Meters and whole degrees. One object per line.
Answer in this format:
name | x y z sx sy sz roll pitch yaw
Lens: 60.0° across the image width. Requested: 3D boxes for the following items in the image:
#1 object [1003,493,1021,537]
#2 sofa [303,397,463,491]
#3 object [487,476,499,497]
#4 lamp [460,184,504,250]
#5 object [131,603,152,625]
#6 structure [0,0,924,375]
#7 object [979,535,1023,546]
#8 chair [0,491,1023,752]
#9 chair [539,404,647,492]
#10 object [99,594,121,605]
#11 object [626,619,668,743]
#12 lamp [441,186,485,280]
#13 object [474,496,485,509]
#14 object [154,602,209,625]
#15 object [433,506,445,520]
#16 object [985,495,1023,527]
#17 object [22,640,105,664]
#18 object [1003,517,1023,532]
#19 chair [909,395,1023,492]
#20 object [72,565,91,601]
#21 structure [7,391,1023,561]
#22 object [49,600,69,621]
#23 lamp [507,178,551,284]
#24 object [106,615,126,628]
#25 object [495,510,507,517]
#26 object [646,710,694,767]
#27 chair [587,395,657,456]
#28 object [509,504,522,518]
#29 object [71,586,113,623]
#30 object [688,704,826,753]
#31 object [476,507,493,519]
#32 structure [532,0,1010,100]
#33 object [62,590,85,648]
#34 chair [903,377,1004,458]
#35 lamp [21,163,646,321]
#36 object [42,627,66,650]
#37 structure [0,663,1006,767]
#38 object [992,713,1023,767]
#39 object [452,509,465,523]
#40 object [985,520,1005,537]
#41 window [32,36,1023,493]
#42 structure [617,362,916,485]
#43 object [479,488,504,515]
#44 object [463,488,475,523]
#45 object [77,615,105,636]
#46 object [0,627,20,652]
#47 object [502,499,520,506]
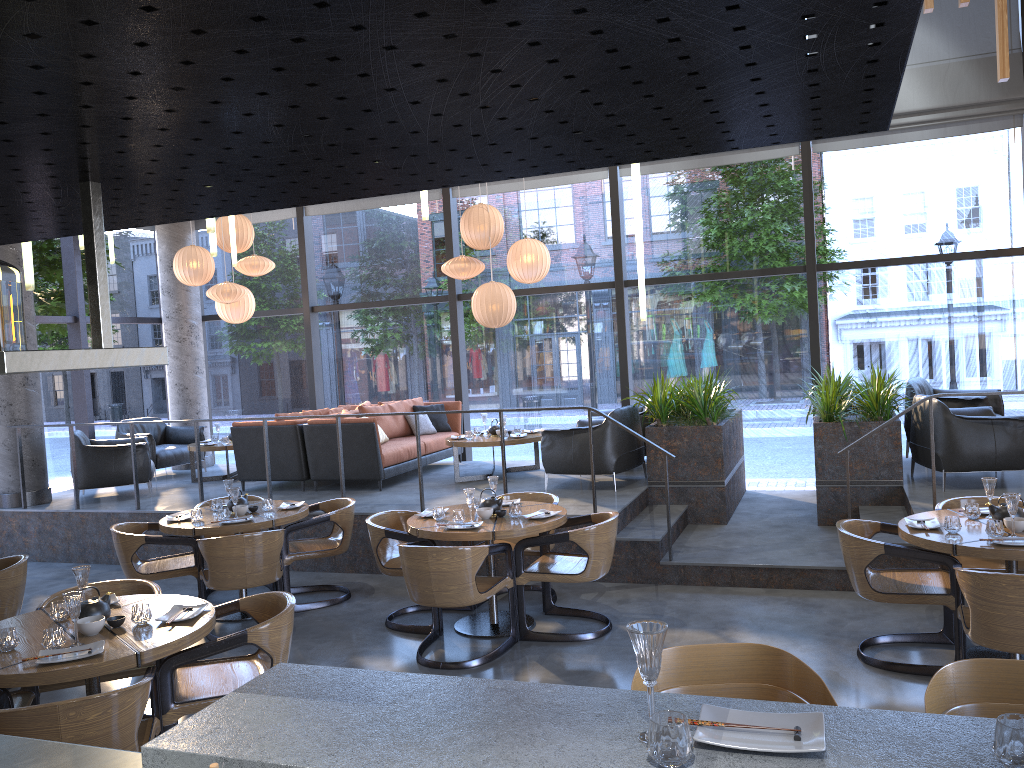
object | 2.594 0.682 4.593 0.082 0.227 0.082 -4 2 -10
sofa | -1.341 0.620 9.893 0.864 0.811 2.226 -3 3 20
object | -0.129 0.773 6.319 0.082 0.227 0.082 -5 3 -37
lamp | -0.371 -2.597 9.295 0.465 2.374 0.465 -1 3 43
object | -1.661 1.032 3.973 0.086 0.086 0.086 -4 2 -16
structure | -4.117 -0.798 1.010 8.600 2.382 4.958 -3 3 20
object | 2.521 0.793 4.471 0.294 0.025 0.170 -3 2 17
chair | 0.299 1.309 4.580 9.749 0.759 4.352 -2 3 21
chair | 0.802 0.584 8.487 0.833 0.743 1.030 -2 3 27
object | -2.069 1.074 4.302 0.294 0.025 0.170 -5 3 -34
object | 0.274 0.590 1.758 0.082 0.227 0.082 -5 3 -35
lamp | -0.579 -2.239 9.380 0.467 2.271 0.467 -4 2 -17
object | -0.231 0.850 6.322 0.086 0.086 0.086 -3 2 7
object | -1.508 1.052 4.036 0.170 0.025 0.294 -3 2 1
object | -0.496 0.879 6.015 0.086 0.086 0.086 -6 3 -45
object | 2.721 0.687 4.868 0.163 0.179 0.168 -5 3 -32
object | -1.801 1.089 3.561 0.294 0.025 0.170 -4 3 -22
object | 2.686 0.753 4.726 0.116 0.065 0.116 -3 2 -1
chair | 3.808 0.450 7.389 0.833 0.743 1.030 -3 2 6
object | -2.019 0.974 4.176 0.082 0.227 0.082 -3 2 14
structure | -1.220 -0.336 2.850 11.718 4.117 9.054 -3 3 20
object | -2.097 1.053 4.112 0.086 0.086 0.086 -5 3 -32
lamp | 0.038 -2.489 6.124 0.468 3.124 6.999 -3 2 1
object | -1.762 1.062 3.948 0.080 0.042 0.080 -3 2 5
object | -0.073 0.877 5.985 0.080 0.042 0.080 -1 3 44
object | 0.294 0.665 1.653 0.086 0.086 0.086 -3 3 20
chair | 1.204 0.514 9.598 0.833 0.743 1.030 -3 2 6
object | 0.021 0.851 5.940 0.086 0.086 0.086 -4 3 -22
object | -1.899 0.999 3.997 0.163 0.179 0.168 -4 2 -14
object | 0.461 0.682 1.748 0.294 0.025 0.170 -3 2 18
object | -0.182 0.873 5.965 0.116 0.065 0.116 -4 2 -18
structure | -0.893 -1.117 2.571 10.399 5.894 10.127 -3 3 20
object | -1.825 0.982 3.705 0.082 0.227 0.082 -1 3 41
chair | 4.241 0.300 8.529 0.833 0.743 1.030 -2 3 34
lamp | -0.789 -5.248 1.794 8.975 10.231 8.774 -3 2 19
object | -1.900 1.059 3.677 0.086 0.086 0.086 -3 2 6
structure | -2.169 1.310 0.333 8.945 1.400 4.889 -3 3 20
object | 0.890 0.633 1.553 0.086 0.086 0.086 -4 2 -5
object | -0.351 0.876 5.861 0.086 0.086 0.086 -6 3 -45
object | 2.517 0.756 4.622 0.086 0.086 0.086 -6 3 -45
window | -0.976 -1.174 4.182 12.739 5.897 12.900 -3 3 20
structure | -3.145 1.034 5.912 15.715 1.608 4.306 -5 3 -31
object | -0.149 0.808 6.103 0.163 0.179 0.168 -4 2 -16
object | -0.274 0.802 5.832 0.082 0.227 0.082 -4 2 -10
object | -1.834 1.058 3.864 0.116 0.065 0.116 -3 2 5
object | -2.229 1.074 3.789 0.253 0.086 0.335 -4 3 -22
object | -0.090 0.867 6.453 0.294 0.025 0.170 -3 2 5
